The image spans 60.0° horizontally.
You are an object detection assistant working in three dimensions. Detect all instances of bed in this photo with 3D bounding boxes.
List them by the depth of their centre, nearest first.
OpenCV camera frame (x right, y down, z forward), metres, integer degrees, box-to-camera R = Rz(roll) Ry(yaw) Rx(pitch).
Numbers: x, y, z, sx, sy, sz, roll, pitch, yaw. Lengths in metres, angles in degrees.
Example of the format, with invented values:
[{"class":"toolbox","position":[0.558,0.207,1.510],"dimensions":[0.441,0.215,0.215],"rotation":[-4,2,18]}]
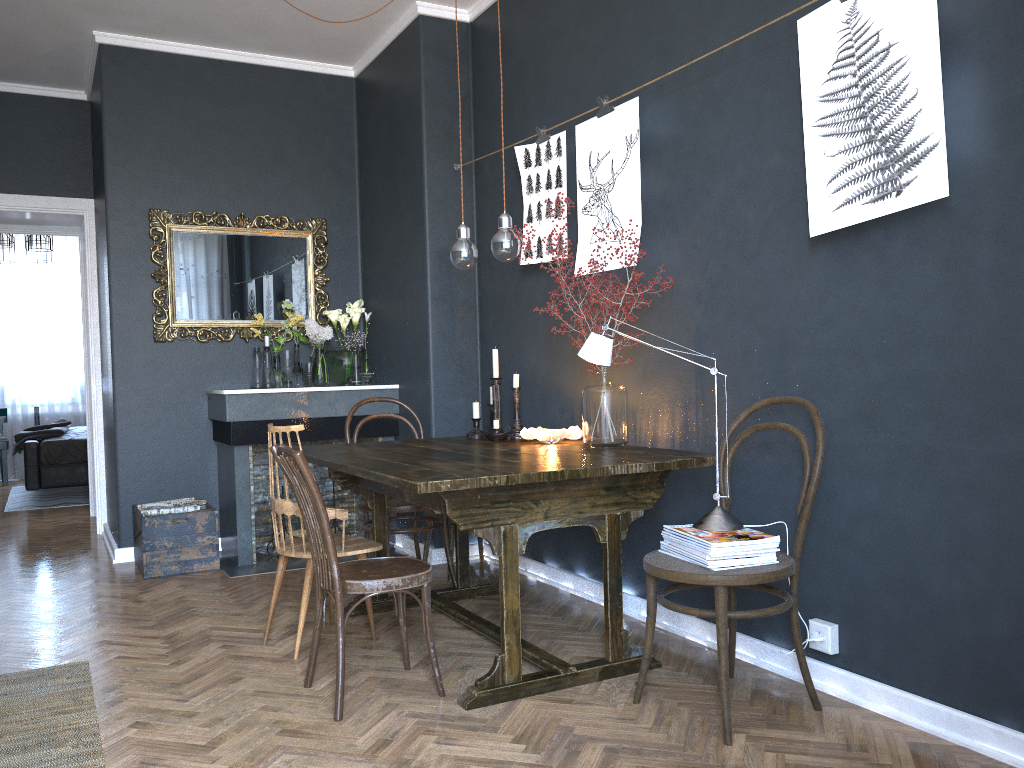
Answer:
[{"class":"bed","position":[-3.584,0.437,8.774],"dimensions":[2.374,1.162,2.265],"rotation":[-2,1,-28]}]

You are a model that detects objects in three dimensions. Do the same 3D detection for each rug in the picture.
[{"class":"rug","position":[-1.536,1.035,2.149],"dimensions":[1.003,0.013,2.011],"rotation":[-2,1,-28]},{"class":"rug","position":[-4.006,1.033,8.522],"dimensions":[1.458,0.013,2.045],"rotation":[-2,1,-28]}]

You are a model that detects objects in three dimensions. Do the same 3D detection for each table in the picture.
[{"class":"table","position":[-0.126,0.618,3.406],"dimensions":[1.126,0.728,1.604],"rotation":[-2,1,-28]},{"class":"table","position":[-0.238,0.814,4.594],"dimensions":[0.364,0.318,0.369],"rotation":[-2,1,-28]}]

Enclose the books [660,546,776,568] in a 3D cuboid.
[{"class":"books","position":[0.612,0.510,2.660],"dimensions":[0.218,0.007,0.305],"rotation":[-2,1,-16]}]

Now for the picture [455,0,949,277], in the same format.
[{"class":"picture","position":[0.745,-0.824,2.878],"dimensions":[0.058,0.771,4.457],"rotation":[-2,1,-28]}]

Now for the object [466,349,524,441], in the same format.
[{"class":"object","position":[-0.078,0.039,4.040],"dimensions":[0.223,0.419,0.368],"rotation":[-2,1,-27]}]

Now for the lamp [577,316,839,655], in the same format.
[{"class":"lamp","position":[0.594,0.308,2.783],"dimensions":[0.800,1.070,0.242],"rotation":[-1,2,17]}]

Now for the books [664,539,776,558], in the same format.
[{"class":"books","position":[0.617,0.483,2.661],"dimensions":[0.218,0.008,0.288],"rotation":[-2,1,-14]}]

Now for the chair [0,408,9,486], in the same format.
[{"class":"chair","position":[-5.564,0.666,9.381],"dimensions":[0.435,0.799,0.592],"rotation":[-2,1,-28]}]

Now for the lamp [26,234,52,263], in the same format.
[{"class":"lamp","position":[-4.678,-1.580,8.747],"dimensions":[0.210,0.747,0.210],"rotation":[-2,2,-14]}]

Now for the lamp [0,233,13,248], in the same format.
[{"class":"lamp","position":[-4.632,-1.594,7.984],"dimensions":[0.210,0.714,0.210],"rotation":[-2,2,-14]}]

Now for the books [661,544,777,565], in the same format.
[{"class":"books","position":[0.612,0.502,2.659],"dimensions":[0.218,0.008,0.304],"rotation":[-2,1,-16]}]

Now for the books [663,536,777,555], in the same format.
[{"class":"books","position":[0.615,0.472,2.654],"dimensions":[0.218,0.008,0.288],"rotation":[-2,1,-16]}]

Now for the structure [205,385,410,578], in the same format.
[{"class":"structure","position":[-1.198,0.510,5.189],"dimensions":[1.065,0.981,0.834],"rotation":[-2,1,-28]}]

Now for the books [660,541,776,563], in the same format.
[{"class":"books","position":[0.610,0.494,2.659],"dimensions":[0.218,0.013,0.304],"rotation":[-2,1,-16]}]

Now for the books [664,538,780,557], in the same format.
[{"class":"books","position":[0.620,0.477,2.652],"dimensions":[0.218,0.006,0.304],"rotation":[-2,1,-16]}]

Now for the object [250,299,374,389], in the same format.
[{"class":"object","position":[-1.194,-0.256,5.363],"dimensions":[0.727,0.547,0.474],"rotation":[-2,1,-25]}]

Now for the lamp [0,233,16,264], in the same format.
[{"class":"lamp","position":[-4.808,-1.543,8.331],"dimensions":[0.210,0.804,0.210],"rotation":[-2,2,-14]}]

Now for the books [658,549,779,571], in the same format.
[{"class":"books","position":[0.613,0.517,2.659],"dimensions":[0.218,0.008,0.304],"rotation":[-2,1,-21]}]

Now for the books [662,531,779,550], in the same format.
[{"class":"books","position":[0.616,0.458,2.651],"dimensions":[0.218,0.008,0.304],"rotation":[-2,1,-17]}]

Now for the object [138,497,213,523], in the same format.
[{"class":"object","position":[-1.872,0.772,4.929],"dimensions":[0.369,0.247,0.533],"rotation":[-2,1,-28]}]

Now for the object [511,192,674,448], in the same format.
[{"class":"object","position":[0.354,-0.223,3.397],"dimensions":[0.556,0.931,0.638],"rotation":[-1,2,33]}]

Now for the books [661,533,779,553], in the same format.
[{"class":"books","position":[0.614,0.465,2.651],"dimensions":[0.218,0.008,0.304],"rotation":[-2,1,-17]}]

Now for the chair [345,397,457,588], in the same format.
[{"class":"chair","position":[-0.521,0.523,4.148],"dimensions":[0.437,0.921,0.549],"rotation":[-2,1,-25]}]

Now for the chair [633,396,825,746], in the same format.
[{"class":"chair","position":[0.657,0.507,2.656],"dimensions":[0.549,0.921,0.438],"rotation":[-2,2,-30]}]

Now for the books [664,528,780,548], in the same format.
[{"class":"books","position":[0.620,0.451,2.652],"dimensions":[0.218,0.008,0.304],"rotation":[-2,1,-16]}]

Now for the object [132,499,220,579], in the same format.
[{"class":"object","position":[-1.874,0.848,4.928],"dimensions":[0.383,0.326,0.552],"rotation":[-2,1,-28]}]

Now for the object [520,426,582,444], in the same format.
[{"class":"object","position":[0.162,0.209,3.645],"dimensions":[0.252,0.072,0.254],"rotation":[-2,1,-21]}]

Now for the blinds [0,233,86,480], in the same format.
[{"class":"blinds","position":[-5.291,-0.349,9.978],"dimensions":[3.991,2.790,0.312],"rotation":[-2,2,-28]}]

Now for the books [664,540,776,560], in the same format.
[{"class":"books","position":[0.616,0.489,2.660],"dimensions":[0.218,0.008,0.288],"rotation":[-2,1,-14]}]

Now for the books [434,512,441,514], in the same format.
[{"class":"books","position":[-0.248,0.649,4.606],"dimensions":[0.219,0.013,0.272],"rotation":[-1,1,19]}]

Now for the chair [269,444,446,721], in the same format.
[{"class":"chair","position":[-0.491,0.588,2.830],"dimensions":[0.467,0.820,0.363],"rotation":[-2,2,-28]}]

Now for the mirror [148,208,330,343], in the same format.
[{"class":"mirror","position":[-1.623,-0.643,5.367],"dimensions":[1.056,0.784,0.067],"rotation":[-2,2,-28]}]

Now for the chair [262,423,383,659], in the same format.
[{"class":"chair","position":[-0.747,0.575,3.433],"dimensions":[0.383,0.857,0.456],"rotation":[-3,2,-43]}]

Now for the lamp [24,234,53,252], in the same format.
[{"class":"lamp","position":[-4.215,-1.572,7.876],"dimensions":[0.210,0.770,0.210],"rotation":[-2,2,-14]}]

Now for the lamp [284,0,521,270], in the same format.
[{"class":"lamp","position":[-0.784,-1.215,3.245],"dimensions":[1.590,1.575,0.582],"rotation":[-2,1,3]}]

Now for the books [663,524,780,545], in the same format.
[{"class":"books","position":[0.619,0.442,2.650],"dimensions":[0.218,0.013,0.304],"rotation":[-2,1,-16]}]
